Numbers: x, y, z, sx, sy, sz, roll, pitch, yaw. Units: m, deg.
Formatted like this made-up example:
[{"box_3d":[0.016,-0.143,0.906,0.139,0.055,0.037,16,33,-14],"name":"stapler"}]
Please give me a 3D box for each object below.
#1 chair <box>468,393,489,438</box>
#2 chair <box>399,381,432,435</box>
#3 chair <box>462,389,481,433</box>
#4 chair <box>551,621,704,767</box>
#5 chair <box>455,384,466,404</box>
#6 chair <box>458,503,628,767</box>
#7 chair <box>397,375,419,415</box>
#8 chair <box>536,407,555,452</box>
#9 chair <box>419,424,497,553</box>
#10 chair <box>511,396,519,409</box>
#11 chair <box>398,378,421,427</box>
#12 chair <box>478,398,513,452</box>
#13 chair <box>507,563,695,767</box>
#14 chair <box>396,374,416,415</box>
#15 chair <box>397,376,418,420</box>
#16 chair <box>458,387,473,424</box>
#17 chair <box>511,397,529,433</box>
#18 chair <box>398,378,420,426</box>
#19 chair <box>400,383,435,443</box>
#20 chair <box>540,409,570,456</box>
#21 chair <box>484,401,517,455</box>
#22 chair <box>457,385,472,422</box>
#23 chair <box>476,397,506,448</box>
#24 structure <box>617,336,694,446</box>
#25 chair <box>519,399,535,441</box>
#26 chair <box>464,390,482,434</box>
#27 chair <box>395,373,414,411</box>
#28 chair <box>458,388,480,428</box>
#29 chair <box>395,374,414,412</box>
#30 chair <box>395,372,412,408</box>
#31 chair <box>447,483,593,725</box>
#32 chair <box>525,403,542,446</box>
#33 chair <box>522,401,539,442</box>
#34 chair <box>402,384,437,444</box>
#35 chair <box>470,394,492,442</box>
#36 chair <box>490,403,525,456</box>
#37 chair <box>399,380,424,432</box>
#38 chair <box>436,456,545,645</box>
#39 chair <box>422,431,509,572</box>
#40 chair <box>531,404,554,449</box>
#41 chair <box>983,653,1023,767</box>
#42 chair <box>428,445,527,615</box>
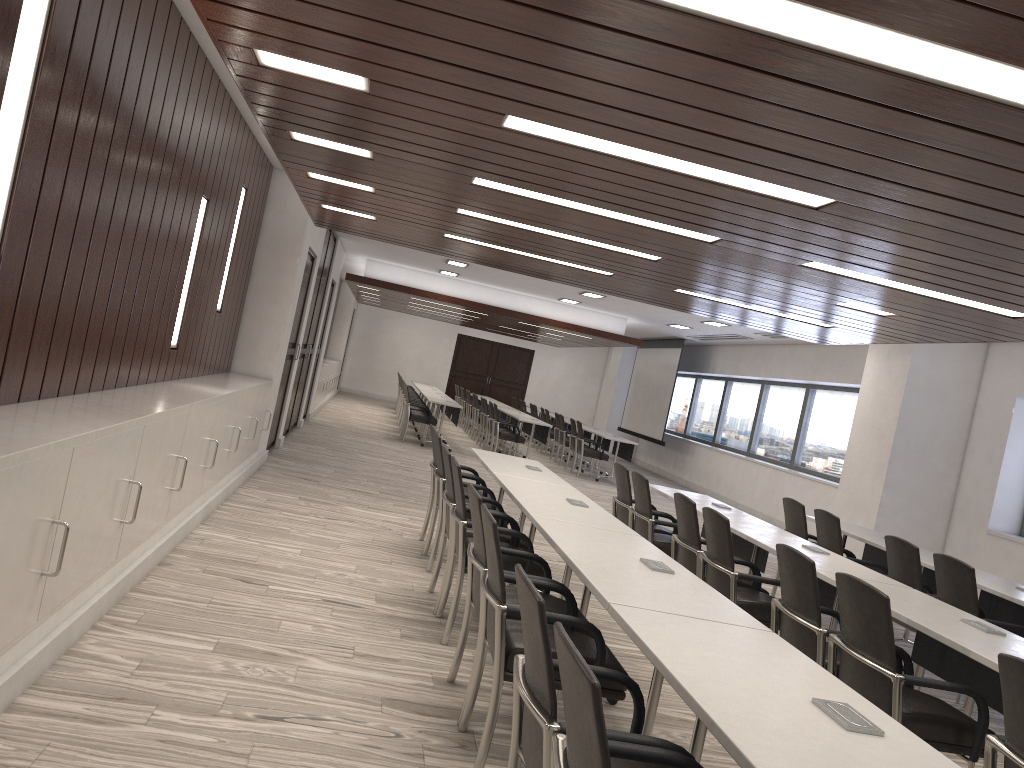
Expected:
[{"box_3d":[-0.616,0.703,18.583,0.638,0.939,0.513,12,0,-8],"name":"chair"},{"box_3d":[-1.785,0.468,16.345,0.638,0.939,0.513,12,0,-9],"name":"chair"},{"box_3d":[-0.826,0.646,20.100,0.638,0.939,0.513,12,0,-9],"name":"chair"},{"box_3d":[0.311,1.032,1.832,0.638,0.939,0.513,12,0,-8],"name":"chair"},{"box_3d":[-1.270,0.527,23.102,0.638,0.939,0.513,12,0,-9],"name":"chair"},{"box_3d":[0.100,0.975,3.338,0.638,0.939,0.513,12,0,-8],"name":"chair"},{"box_3d":[-2.290,0.332,19.870,0.638,0.939,0.513,12,0,-9],"name":"chair"},{"box_3d":[0.831,1.014,18.809,0.638,0.939,0.513,12,0,-8],"name":"chair"},{"box_3d":[-0.420,0.835,6.875,0.638,0.939,0.513,12,0,-9],"name":"chair"},{"box_3d":[0.184,0.840,23.323,0.638,0.939,0.513,12,0,-8],"name":"chair"},{"box_3d":[-2.010,0.408,17.839,0.638,0.939,0.513,12,0,-8],"name":"chair"},{"box_3d":[-0.313,0.784,16.569,0.638,0.939,0.513,12,0,-9],"name":"chair"},{"box_3d":[0.228,1.010,2.360,0.638,0.939,0.513,12,0,-9],"name":"chair"},{"box_3d":[-2.444,0.291,20.856,0.638,0.939,0.513,12,0,-9],"name":"chair"},{"box_3d":[-2.231,0.349,19.349,0.638,0.939,0.513,12,0,-8],"name":"chair"},{"box_3d":[-1.041,0.589,21.603,0.638,0.939,0.513,12,0,-8],"name":"chair"},{"box_3d":[0.250,0.858,22.807,0.638,0.939,0.513,12,0,-8],"name":"chair"},{"box_3d":[-2.078,0.390,18.353,0.638,0.939,0.513,12,0,-8],"name":"chair"},{"box_3d":[-1.644,0.506,15.353,0.638,0.939,0.513,12,0,-9],"name":"chair"},{"box_3d":[0.904,1.033,18.290,0.638,0.939,0.513,12,0,-8],"name":"chair"},{"box_3d":[-0.186,0.819,15.588,0.638,0.939,0.513,12,0,-9],"name":"chair"},{"box_3d":[-1.180,0.551,22.592,0.638,0.939,0.513,12,0,-8],"name":"chair"},{"box_3d":[-0.387,0.764,17.083,0.638,0.939,0.513,12,0,-9],"name":"chair"},{"box_3d":[3.047,0.045,19.565,0.438,2.329,3.550,12,0,-9],"name":"structure"},{"box_3d":[0.395,0.896,21.828,0.638,0.939,0.513,12,0,-8],"name":"chair"},{"box_3d":[-0.761,0.664,19.580,0.638,0.939,0.513,12,0,-9],"name":"chair"},{"box_3d":[-2.654,0.235,22.360,0.638,0.939,0.513,12,0,-9],"name":"chair"},{"box_3d":[-0.974,0.607,21.088,0.638,0.939,0.513,12,0,-8],"name":"chair"},{"box_3d":[-2.520,0.271,21.375,0.638,0.939,0.513,12,0,-8],"name":"chair"},{"box_3d":[-2.732,0.214,22.878,0.638,0.939,0.513,12,0,-8],"name":"chair"},{"box_3d":[0.024,0.954,3.863,0.638,0.939,0.513,12,0,-9],"name":"chair"},{"box_3d":[0.629,0.959,20.315,0.638,0.939,0.513,12,0,-10],"name":"chair"},{"box_3d":[0.469,0.917,21.301,0.638,0.939,0.513,12,0,-9],"name":"chair"},{"box_3d":[-1.561,0.528,14.838,0.638,0.939,0.513,12,0,-8],"name":"chair"},{"box_3d":[-0.539,0.724,18.073,0.638,0.939,0.513,12,0,-8],"name":"chair"},{"box_3d":[-0.098,0.842,15.062,0.638,0.939,0.513,12,0,-9],"name":"chair"},{"box_3d":[-1.861,0.448,16.873,0.638,0.939,0.513,12,0,-8],"name":"chair"},{"box_3d":[-0.117,0.916,4.847,0.638,0.939,0.513,12,0,-8],"name":"chair"},{"box_3d":[-0.343,0.856,6.351,0.638,0.939,0.513,12,0,-9],"name":"chair"},{"box_3d":[0.697,0.977,19.794,0.638,0.939,0.513,12,0,-8],"name":"chair"},{"box_3d":[1.704,1.327,2.576,0.638,0.939,0.513,12,0,-9],"name":"chair"},{"box_3d":[-0.205,0.893,5.359,0.638,0.939,0.513,12,0,-9],"name":"chair"}]
